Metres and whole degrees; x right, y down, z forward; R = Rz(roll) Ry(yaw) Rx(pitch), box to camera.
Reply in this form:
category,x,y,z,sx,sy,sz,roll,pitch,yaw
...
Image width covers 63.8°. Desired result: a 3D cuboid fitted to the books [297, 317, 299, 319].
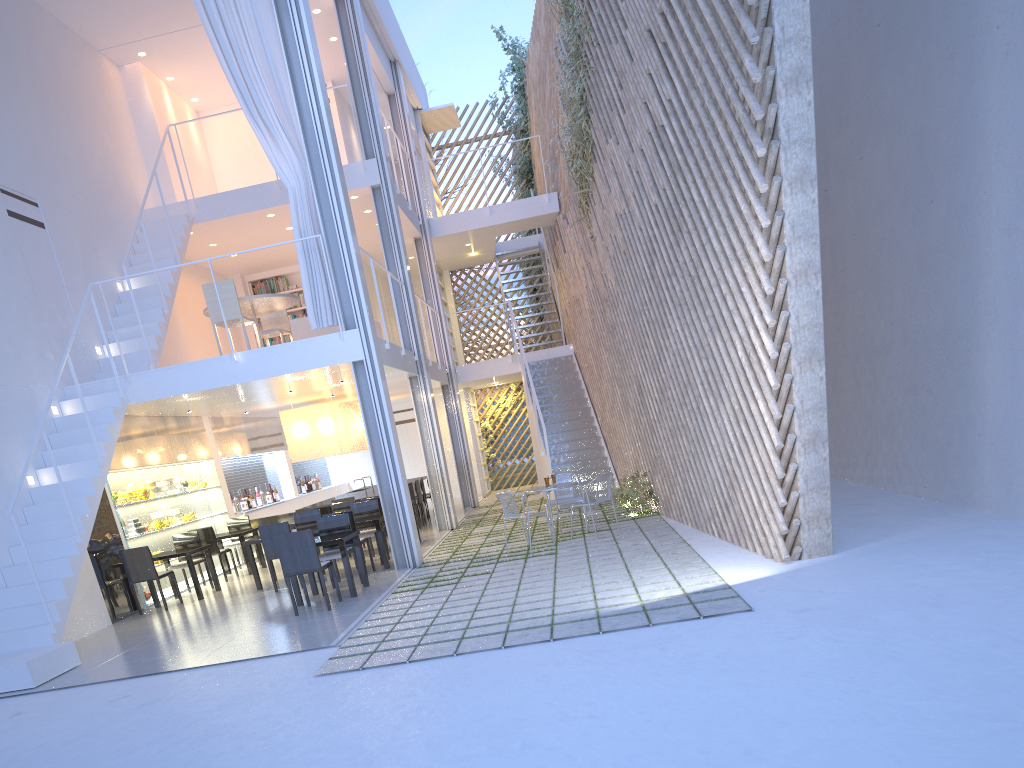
category,x,y,z,sx,sy,sz,roll,pitch,yaw
books,-2.148,-0.622,8.326,0.021,0.106,0.058,-8,12,4

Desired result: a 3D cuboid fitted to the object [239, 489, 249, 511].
category,x,y,z,sx,sy,sz,roll,pitch,yaw
object,-2.492,0.957,6.468,0.047,0.304,1.885,-8,-2,4

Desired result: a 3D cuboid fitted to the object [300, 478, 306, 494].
category,x,y,z,sx,sy,sz,roll,pitch,yaw
object,-2.318,1.129,9.115,0.040,0.194,0.039,-16,18,-24

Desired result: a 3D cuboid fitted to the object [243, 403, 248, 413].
category,x,y,z,sx,sy,sz,roll,pitch,yaw
object,-2.003,0.179,6.169,0.029,0.085,0.026,-5,15,15

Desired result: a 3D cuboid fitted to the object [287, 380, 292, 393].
category,x,y,z,sx,sy,sz,roll,pitch,yaw
object,-1.395,0.014,5.155,0.029,0.085,0.026,-5,15,15

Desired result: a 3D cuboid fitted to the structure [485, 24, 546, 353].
category,x,y,z,sx,sy,sz,roll,pitch,yaw
structure,0.315,-1.484,10.434,1.122,4.828,3.051,-9,11,1

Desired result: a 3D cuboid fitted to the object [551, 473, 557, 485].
category,x,y,z,sx,sy,sz,roll,pitch,yaw
object,0.270,0.613,5.318,0.029,0.082,0.031,-21,19,-39

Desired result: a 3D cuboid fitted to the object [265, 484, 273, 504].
category,x,y,z,sx,sy,sz,roll,pitch,yaw
object,-2.380,1.071,8.029,0.046,0.217,0.042,-7,16,6

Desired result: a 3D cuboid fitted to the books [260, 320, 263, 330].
category,x,y,z,sx,sy,sz,roll,pitch,yaw
books,-2.522,-0.574,8.350,0.015,0.152,0.081,-8,12,3

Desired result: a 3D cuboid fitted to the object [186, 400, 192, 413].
category,x,y,z,sx,sy,sz,roll,pitch,yaw
object,-2.062,0.139,5.231,0.029,0.085,0.026,-5,15,15

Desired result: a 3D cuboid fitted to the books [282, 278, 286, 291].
category,x,y,z,sx,sy,sz,roll,pitch,yaw
books,-2.257,-0.984,8.205,0.015,0.137,0.087,-8,11,3

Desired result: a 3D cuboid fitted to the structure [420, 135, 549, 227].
category,x,y,z,sx,sy,sz,roll,pitch,yaw
structure,-0.260,-1.909,7.775,1.148,0.609,0.024,-10,17,6

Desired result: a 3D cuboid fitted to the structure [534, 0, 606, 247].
category,x,y,z,sx,sy,sz,roll,pitch,yaw
structure,0.560,-2.195,5.441,0.741,2.903,2.203,-11,9,-5

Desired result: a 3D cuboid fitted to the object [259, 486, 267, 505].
category,x,y,z,sx,sy,sz,roll,pitch,yaw
object,-2.402,1.077,7.913,0.043,0.199,0.044,-21,20,-37

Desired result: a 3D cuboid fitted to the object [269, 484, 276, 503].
category,x,y,z,sx,sy,sz,roll,pitch,yaw
object,-2.389,1.086,8.190,0.044,0.207,0.042,-10,16,-4

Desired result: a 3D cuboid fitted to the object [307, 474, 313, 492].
category,x,y,z,sx,sy,sz,roll,pitch,yaw
object,-2.305,1.127,9.353,0.046,0.218,0.041,-8,16,4

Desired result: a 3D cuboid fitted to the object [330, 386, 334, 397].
category,x,y,z,sx,sy,sz,roll,pitch,yaw
object,-1.336,0.054,6.093,0.029,0.085,0.026,-5,15,15

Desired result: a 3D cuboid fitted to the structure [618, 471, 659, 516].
category,x,y,z,sx,sy,sz,roll,pitch,yaw
structure,0.875,0.756,5.694,0.292,0.345,0.299,-11,8,-10

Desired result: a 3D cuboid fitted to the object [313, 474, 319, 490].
category,x,y,z,sx,sy,sz,roll,pitch,yaw
object,-2.279,1.142,9.556,0.046,0.199,0.041,-8,16,4

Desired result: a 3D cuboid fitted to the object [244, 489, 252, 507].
category,x,y,z,sx,sy,sz,roll,pitch,yaw
object,-2.515,0.966,6.558,0.067,0.304,2.026,-8,-2,4

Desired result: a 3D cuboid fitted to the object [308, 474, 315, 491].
category,x,y,z,sx,sy,sz,roll,pitch,yaw
object,-2.303,1.132,9.435,0.046,0.217,0.042,-7,16,6

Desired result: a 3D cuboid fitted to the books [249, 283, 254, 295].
category,x,y,z,sx,sy,sz,roll,pitch,yaw
books,-2.592,-0.928,8.244,0.015,0.152,0.081,-8,12,3

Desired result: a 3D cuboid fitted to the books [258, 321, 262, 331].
category,x,y,z,sx,sy,sz,roll,pitch,yaw
books,-2.536,-0.565,8.351,0.015,0.137,0.087,-8,11,3

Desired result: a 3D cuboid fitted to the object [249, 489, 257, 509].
category,x,y,z,sx,sy,sz,roll,pitch,yaw
object,-2.498,0.957,6.484,0.059,0.309,2.294,-8,-2,4

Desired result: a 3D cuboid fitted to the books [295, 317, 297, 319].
category,x,y,z,sx,sy,sz,roll,pitch,yaw
books,-2.169,-0.618,8.329,0.021,0.106,0.058,-8,12,4

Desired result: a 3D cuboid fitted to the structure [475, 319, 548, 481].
category,x,y,z,sx,sy,sz,roll,pitch,yaw
structure,0.015,0.285,10.212,1.152,2.136,0.263,-8,16,6

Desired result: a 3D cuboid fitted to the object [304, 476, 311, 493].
category,x,y,z,sx,sy,sz,roll,pitch,yaw
object,-2.297,1.124,9.212,0.044,0.207,0.042,-10,16,-4

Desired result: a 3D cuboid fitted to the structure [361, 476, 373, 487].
category,x,y,z,sx,sy,sz,roll,pitch,yaw
structure,-1.552,1.054,8.804,0.113,0.132,0.031,-9,16,6

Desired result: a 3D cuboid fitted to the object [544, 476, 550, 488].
category,x,y,z,sx,sy,sz,roll,pitch,yaw
object,0.219,0.612,5.142,0.029,0.082,0.031,-21,19,-39

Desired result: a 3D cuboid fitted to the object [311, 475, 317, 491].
category,x,y,z,sx,sy,sz,roll,pitch,yaw
object,-2.298,1.143,9.506,0.043,0.199,0.044,-22,20,-37

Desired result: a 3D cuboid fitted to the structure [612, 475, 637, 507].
category,x,y,z,sx,sy,sz,roll,pitch,yaw
structure,0.900,0.820,6.317,0.270,0.278,0.243,-8,8,12

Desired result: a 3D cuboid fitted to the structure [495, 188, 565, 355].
category,x,y,z,sx,sy,sz,roll,pitch,yaw
structure,0.132,-1.234,8.995,0.537,2.012,1.163,-10,12,-2

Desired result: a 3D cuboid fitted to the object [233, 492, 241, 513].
category,x,y,z,sx,sy,sz,roll,pitch,yaw
object,-2.523,0.959,6.408,0.046,0.304,1.766,-8,-2,4

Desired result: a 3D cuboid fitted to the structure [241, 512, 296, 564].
category,x,y,z,sx,sy,sz,roll,pitch,yaw
structure,-2.085,1.329,7.096,0.560,0.396,0.011,-10,17,6

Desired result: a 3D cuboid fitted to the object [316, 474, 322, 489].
category,x,y,z,sx,sy,sz,roll,pitch,yaw
object,-2.279,1.148,9.675,0.044,0.199,0.039,-4,17,16

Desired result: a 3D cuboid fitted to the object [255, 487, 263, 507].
category,x,y,z,sx,sy,sz,roll,pitch,yaw
object,-2.403,1.069,7.793,0.044,0.199,0.039,-8,16,5

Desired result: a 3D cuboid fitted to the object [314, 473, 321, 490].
category,x,y,z,sx,sy,sz,roll,pitch,yaw
object,-2.285,1.137,9.614,0.046,0.217,0.042,7,22,44

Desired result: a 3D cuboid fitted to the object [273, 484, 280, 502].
category,x,y,z,sx,sy,sz,roll,pitch,yaw
object,-2.368,1.092,8.256,0.040,0.194,0.039,-16,18,-24

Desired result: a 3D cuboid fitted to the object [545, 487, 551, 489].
category,x,y,z,sx,sy,sz,roll,pitch,yaw
object,-1.193,0.712,5.322,2.895,0.431,0.033,-11,16,9

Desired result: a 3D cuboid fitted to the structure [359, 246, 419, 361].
category,x,y,z,sx,sy,sz,roll,pitch,yaw
structure,-0.844,-0.509,5.587,0.028,0.583,1.605,-8,0,3

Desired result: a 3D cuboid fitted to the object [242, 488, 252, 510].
category,x,y,z,sx,sy,sz,roll,pitch,yaw
object,-2.489,0.958,6.512,0.106,0.304,1.955,-8,-2,5

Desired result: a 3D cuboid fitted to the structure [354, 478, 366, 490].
category,x,y,z,sx,sy,sz,roll,pitch,yaw
structure,-1.572,1.041,8.485,0.113,0.132,0.031,-9,16,6

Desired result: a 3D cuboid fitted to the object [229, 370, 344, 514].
category,x,y,z,sx,sy,sz,roll,pitch,yaw
object,-1.794,0.533,6.156,1.680,0.871,1.741,-10,1,2

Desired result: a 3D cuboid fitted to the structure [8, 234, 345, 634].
category,x,y,z,sx,sy,sz,roll,pitch,yaw
structure,-1.625,0.183,4.237,1.375,1.912,1.332,-9,10,5

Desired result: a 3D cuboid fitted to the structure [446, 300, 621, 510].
category,x,y,z,sx,sy,sz,roll,pitch,yaw
structure,0.134,0.144,7.576,1.184,2.090,1.835,-10,8,-3

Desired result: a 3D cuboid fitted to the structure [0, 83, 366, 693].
category,x,y,z,sx,sy,sz,roll,pitch,yaw
structure,-1.858,-0.362,4.768,1.742,3.528,3.407,-9,7,4

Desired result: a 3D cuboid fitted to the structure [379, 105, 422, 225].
category,x,y,z,sx,sy,sz,roll,pitch,yaw
structure,-0.957,-1.832,6.901,0.028,0.583,1.607,-8,0,3

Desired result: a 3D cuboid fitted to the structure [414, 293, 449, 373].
category,x,y,z,sx,sy,sz,roll,pitch,yaw
structure,-0.734,-0.435,7.328,0.028,0.583,1.607,-8,0,3
